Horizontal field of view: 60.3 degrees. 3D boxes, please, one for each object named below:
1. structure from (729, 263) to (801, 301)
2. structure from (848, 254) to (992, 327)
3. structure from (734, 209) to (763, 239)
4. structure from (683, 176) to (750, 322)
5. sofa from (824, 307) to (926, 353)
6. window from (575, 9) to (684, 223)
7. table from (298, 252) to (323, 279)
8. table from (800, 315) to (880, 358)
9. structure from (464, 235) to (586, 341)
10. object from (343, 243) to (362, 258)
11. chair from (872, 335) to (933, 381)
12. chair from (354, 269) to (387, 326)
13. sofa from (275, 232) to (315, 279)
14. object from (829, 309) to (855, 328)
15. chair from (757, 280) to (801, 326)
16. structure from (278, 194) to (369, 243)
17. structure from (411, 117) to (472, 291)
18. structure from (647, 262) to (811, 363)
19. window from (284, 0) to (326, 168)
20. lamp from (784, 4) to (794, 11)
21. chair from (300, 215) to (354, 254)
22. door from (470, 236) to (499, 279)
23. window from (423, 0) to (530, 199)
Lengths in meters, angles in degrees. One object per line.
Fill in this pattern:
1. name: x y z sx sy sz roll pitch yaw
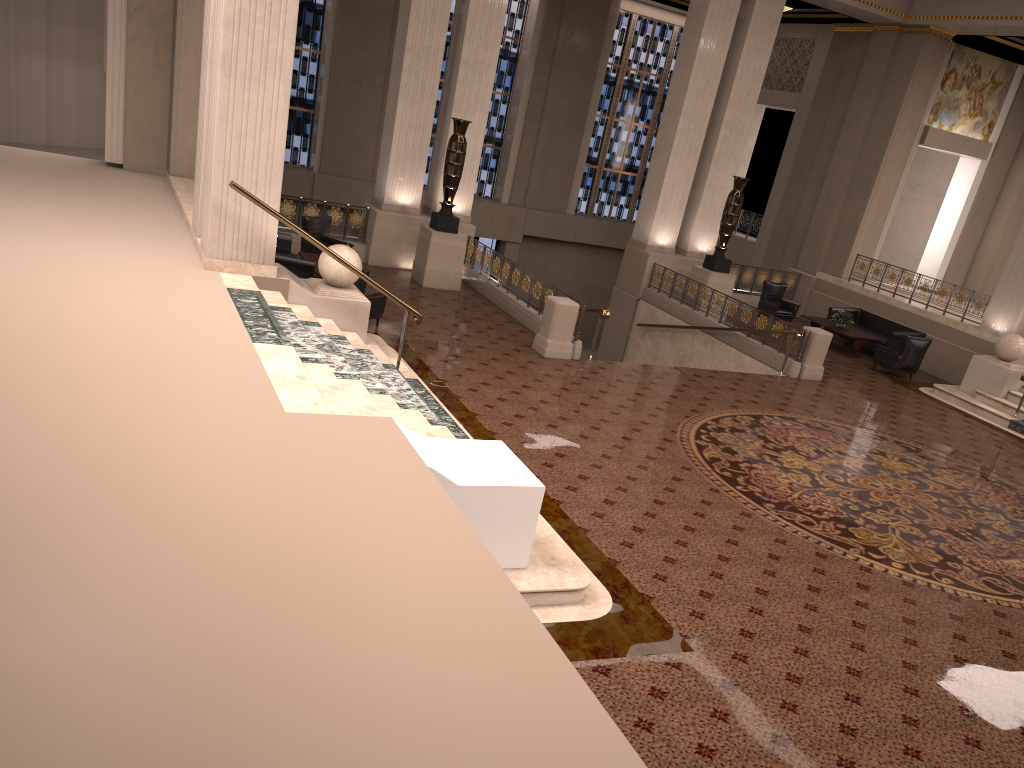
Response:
1. structure: 5.585 -2.362 20.272 2.539 0.680 0.031 4 23 -26
2. structure: 8.390 -1.990 18.358 0.032 0.650 3.554 1 21 -26
3. structure: 6.063 -4.348 23.609 0.031 0.695 2.073 1 21 -26
4. structure: 4.239 -2.744 17.865 0.701 2.900 0.673 1 24 -25
5. sofa: 7.472 -1.029 18.359 0.876 0.735 1.849 2 20 -26
6. window: 3.414 -7.438 25.129 2.991 5.573 0.066 2 24 -25
7. table: -2.746 -1.603 13.513 0.840 0.453 1.419 3 20 -26
8. table: 6.618 -0.958 18.010 0.840 0.453 1.419 3 20 -26
9. structure: 0.076 -1.719 14.795 0.079 0.559 4.748 1 20 -25
10. object: -2.530 -1.942 13.305 0.501 0.391 0.507 14 19 5
11. chair: 7.257 -0.550 16.471 0.648 0.878 0.689 2 23 -26
12. chair: -2.147 -1.246 12.108 0.639 0.878 0.700 21 22 21
13. sofa: -3.549 -1.788 13.066 0.876 0.735 1.849 2 20 -26
14. object: 6.692 -1.339 17.834 0.501 0.391 0.507 14 19 5
15. chair: 5.798 -1.742 19.201 0.647 0.878 0.691 0 24 -30
16. structure: -3.828 -3.009 15.752 2.539 0.680 0.031 4 23 -25
17. structure: -1.106 -3.111 15.298 0.701 2.900 0.673 1 24 -25
18. structure: 3.891 -1.457 16.627 0.079 0.559 4.750 1 21 -26
19. window: -5.944 -8.082 20.635 2.991 5.573 0.066 2 24 -25
20. lamp: 5.560 -8.994 20.900 1.169 0.223 1.940 4 19 -26
21. chair: -3.155 -2.357 14.898 0.705 0.878 0.634 22 23 26
22. door: -1.262 -2.866 24.818 1.493 2.833 0.149 2 24 -25
23. window: -1.344 -7.766 22.843 2.991 5.573 0.066 2 24 -25
